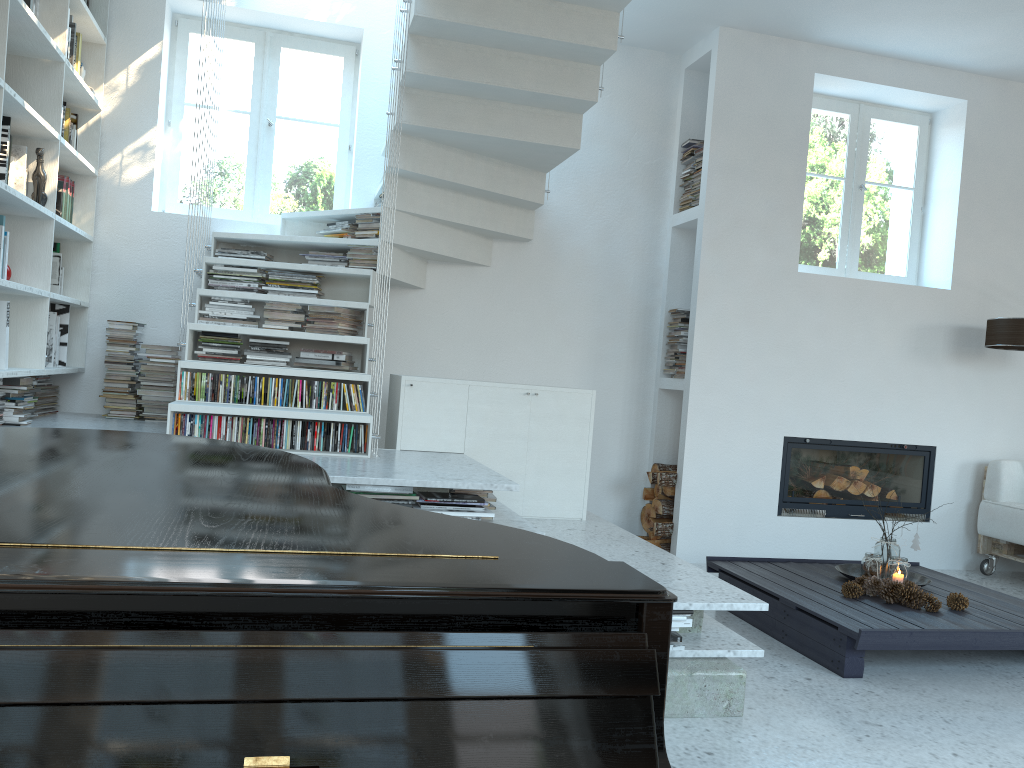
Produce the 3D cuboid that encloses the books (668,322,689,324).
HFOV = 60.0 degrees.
[{"bbox_3d":[1.171,-0.383,5.729,0.285,0.008,0.159,4,1,-16],"label":"books"}]

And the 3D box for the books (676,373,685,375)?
[{"bbox_3d":[1.145,-0.052,5.532,0.202,0.010,0.154,4,1,-11],"label":"books"}]

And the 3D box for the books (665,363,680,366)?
[{"bbox_3d":[1.148,-0.116,5.727,0.285,0.012,0.159,4,1,-9],"label":"books"}]

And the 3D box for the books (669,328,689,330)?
[{"bbox_3d":[1.165,-0.346,5.741,0.269,0.009,0.132,4,1,-11],"label":"books"}]

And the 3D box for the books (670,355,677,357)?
[{"bbox_3d":[1.148,-0.171,5.743,0.206,0.012,0.147,4,1,-14],"label":"books"}]

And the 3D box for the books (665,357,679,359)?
[{"bbox_3d":[1.149,-0.159,5.735,0.285,0.012,0.159,4,1,-15],"label":"books"}]

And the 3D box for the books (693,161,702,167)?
[{"bbox_3d":[1.269,-1.359,5.515,0.237,0.008,0.170,4,1,-16],"label":"books"}]

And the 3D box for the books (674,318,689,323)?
[{"bbox_3d":[1.171,-0.400,5.733,0.218,0.025,0.141,4,1,-9],"label":"books"}]

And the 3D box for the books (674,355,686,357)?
[{"bbox_3d":[1.155,-0.166,5.522,0.252,0.006,0.141,4,1,-12],"label":"books"}]

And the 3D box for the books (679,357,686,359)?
[{"bbox_3d":[1.153,-0.155,5.530,0.174,0.017,0.153,4,1,-10],"label":"books"}]

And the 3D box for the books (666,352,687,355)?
[{"bbox_3d":[1.153,-0.184,5.726,0.282,0.016,0.162,4,1,-10],"label":"books"}]

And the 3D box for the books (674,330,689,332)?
[{"bbox_3d":[1.170,-0.333,5.716,0.189,0.016,0.182,4,1,-19],"label":"books"}]

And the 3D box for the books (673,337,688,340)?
[{"bbox_3d":[1.165,-0.284,5.721,0.206,0.012,0.183,4,1,-12],"label":"books"}]

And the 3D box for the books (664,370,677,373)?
[{"bbox_3d":[1.143,-0.072,5.731,0.290,0.013,0.157,4,1,-18],"label":"books"}]

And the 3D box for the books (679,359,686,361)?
[{"bbox_3d":[1.152,-0.142,5.530,0.180,0.010,0.153,4,1,-10],"label":"books"}]

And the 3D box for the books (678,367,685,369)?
[{"bbox_3d":[1.151,-0.091,5.517,0.207,0.009,0.121,4,1,-10],"label":"books"}]

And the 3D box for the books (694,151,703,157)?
[{"bbox_3d":[1.277,-1.416,5.502,0.246,0.009,0.145,4,1,-12],"label":"books"}]

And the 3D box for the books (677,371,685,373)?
[{"bbox_3d":[1.150,-0.067,5.515,0.216,0.007,0.130,4,1,-14],"label":"books"}]

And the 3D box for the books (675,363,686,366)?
[{"bbox_3d":[1.150,-0.115,5.531,0.219,0.013,0.157,4,1,-16],"label":"books"}]

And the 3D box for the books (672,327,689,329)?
[{"bbox_3d":[1.168,-0.353,5.729,0.254,0.006,0.161,4,1,-12],"label":"books"}]

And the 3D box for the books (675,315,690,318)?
[{"bbox_3d":[1.175,-0.426,5.724,0.203,0.018,0.159,4,1,-19],"label":"books"}]

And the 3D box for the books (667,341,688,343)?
[{"bbox_3d":[1.164,-0.263,5.722,0.289,0.005,0.169,4,1,-10],"label":"books"}]

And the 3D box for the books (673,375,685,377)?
[{"bbox_3d":[1.143,-0.042,5.536,0.224,0.010,0.161,4,1,-17],"label":"books"}]

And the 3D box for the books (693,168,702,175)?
[{"bbox_3d":[1.258,-1.309,5.511,0.219,0.012,0.159,4,1,-11],"label":"books"}]

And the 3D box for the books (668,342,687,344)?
[{"bbox_3d":[1.158,-0.256,5.741,0.266,0.010,0.145,4,1,-15],"label":"books"}]

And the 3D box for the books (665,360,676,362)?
[{"bbox_3d":[1.150,-0.140,5.726,0.282,0.010,0.169,4,1,-11],"label":"books"}]

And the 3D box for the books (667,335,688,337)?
[{"bbox_3d":[1.162,-0.299,5.737,0.295,0.007,0.146,4,1,-12],"label":"books"}]

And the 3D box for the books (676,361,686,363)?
[{"bbox_3d":[1.152,-0.127,5.523,0.225,0.011,0.142,4,1,-12],"label":"books"}]

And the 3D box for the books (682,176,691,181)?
[{"bbox_3d":[1.249,-1.313,5.702,0.249,0.006,0.189,4,1,-16],"label":"books"}]

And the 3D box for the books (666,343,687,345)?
[{"bbox_3d":[1.156,-0.247,5.733,0.285,0.008,0.159,4,1,-13],"label":"books"}]

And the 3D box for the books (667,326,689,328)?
[{"bbox_3d":[1.165,-0.360,5.743,0.295,0.007,0.135,4,1,-15],"label":"books"}]

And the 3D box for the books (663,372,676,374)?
[{"bbox_3d":[1.139,-0.061,5.745,0.294,0.008,0.132,4,1,-11],"label":"books"}]

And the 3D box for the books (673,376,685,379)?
[{"bbox_3d":[1.143,-0.032,5.531,0.232,0.011,0.159,4,1,-13],"label":"books"}]

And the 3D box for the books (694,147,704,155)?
[{"bbox_3d":[1.278,-1.432,5.501,0.255,0.024,0.139,4,1,-17],"label":"books"}]

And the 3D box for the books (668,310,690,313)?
[{"bbox_3d":[1.174,-0.457,5.738,0.295,0.011,0.137,4,1,-12],"label":"books"}]

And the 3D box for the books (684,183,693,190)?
[{"bbox_3d":[1.243,-1.257,5.703,0.236,0.015,0.150,4,1,-11],"label":"books"}]

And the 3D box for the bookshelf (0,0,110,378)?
[{"bbox_3d":[-1.749,-0.656,1.906,0.330,3.143,6.294,4,1,-14],"label":"bookshelf"}]

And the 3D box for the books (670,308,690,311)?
[{"bbox_3d":[1.178,-0.466,5.722,0.290,0.008,0.160,4,1,-10],"label":"books"}]

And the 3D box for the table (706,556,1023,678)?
[{"bbox_3d":[1.739,1.045,4.049,1.258,0.218,1.269,4,1,-14],"label":"table"}]

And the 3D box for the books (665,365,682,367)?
[{"bbox_3d":[1.147,-0.107,5.727,0.285,0.006,0.159,4,1,-9],"label":"books"}]

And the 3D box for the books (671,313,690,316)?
[{"bbox_3d":[1.179,-0.438,5.711,0.262,0.006,0.184,4,1,-18],"label":"books"}]

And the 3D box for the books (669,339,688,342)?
[{"bbox_3d":[1.162,-0.272,5.731,0.254,0.012,0.161,4,1,-16],"label":"books"}]

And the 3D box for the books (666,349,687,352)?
[{"bbox_3d":[1.156,-0.207,5.721,0.263,0.016,0.192,4,1,-14],"label":"books"}]

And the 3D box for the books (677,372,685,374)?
[{"bbox_3d":[1.147,-0.061,5.524,0.209,0.007,0.131,4,1,-9],"label":"books"}]

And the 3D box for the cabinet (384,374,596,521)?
[{"bbox_3d":[-0.137,0.322,4.640,0.993,0.668,0.551,4,1,-14],"label":"cabinet"}]

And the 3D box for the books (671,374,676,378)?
[{"bbox_3d":[1.139,-0.043,5.739,0.179,0.029,0.152,4,1,-11],"label":"books"}]

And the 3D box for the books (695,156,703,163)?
[{"bbox_3d":[1.276,-1.374,5.492,0.259,0.024,0.113,4,1,-18],"label":"books"}]

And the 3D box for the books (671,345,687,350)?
[{"bbox_3d":[1.154,-0.229,5.736,0.222,0.028,0.141,4,1,-9],"label":"books"}]

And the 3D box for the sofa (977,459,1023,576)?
[{"bbox_3d":[3.690,0.864,4.832,0.871,0.854,2.194,4,1,-14],"label":"sofa"}]

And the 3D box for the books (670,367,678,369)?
[{"bbox_3d":[1.148,-0.095,5.719,0.215,0.019,0.185,4,1,-10],"label":"books"}]

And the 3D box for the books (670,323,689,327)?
[{"bbox_3d":[1.169,-0.371,5.733,0.263,0.017,0.156,4,1,-13],"label":"books"}]

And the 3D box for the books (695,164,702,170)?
[{"bbox_3d":[1.263,-1.337,5.499,0.214,0.021,0.140,4,1,-12],"label":"books"}]

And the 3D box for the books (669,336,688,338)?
[{"bbox_3d":[1.161,-0.293,5.739,0.290,0.005,0.126,4,1,-19],"label":"books"}]

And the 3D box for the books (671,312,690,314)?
[{"bbox_3d":[1.172,-0.447,5.740,0.254,0.010,0.138,4,1,-15],"label":"books"}]

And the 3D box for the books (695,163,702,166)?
[{"bbox_3d":[1.272,-1.351,5.500,0.231,0.008,0.135,4,1,-17],"label":"books"}]

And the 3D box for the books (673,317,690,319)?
[{"bbox_3d":[1.176,-0.414,5.715,0.225,0.005,0.193,4,1,-15],"label":"books"}]

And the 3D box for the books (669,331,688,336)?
[{"bbox_3d":[1.169,-0.313,5.715,0.262,0.023,0.200,4,1,-14],"label":"books"}]

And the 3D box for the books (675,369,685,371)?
[{"bbox_3d":[1.147,-0.079,5.529,0.211,0.016,0.153,4,1,-12],"label":"books"}]
